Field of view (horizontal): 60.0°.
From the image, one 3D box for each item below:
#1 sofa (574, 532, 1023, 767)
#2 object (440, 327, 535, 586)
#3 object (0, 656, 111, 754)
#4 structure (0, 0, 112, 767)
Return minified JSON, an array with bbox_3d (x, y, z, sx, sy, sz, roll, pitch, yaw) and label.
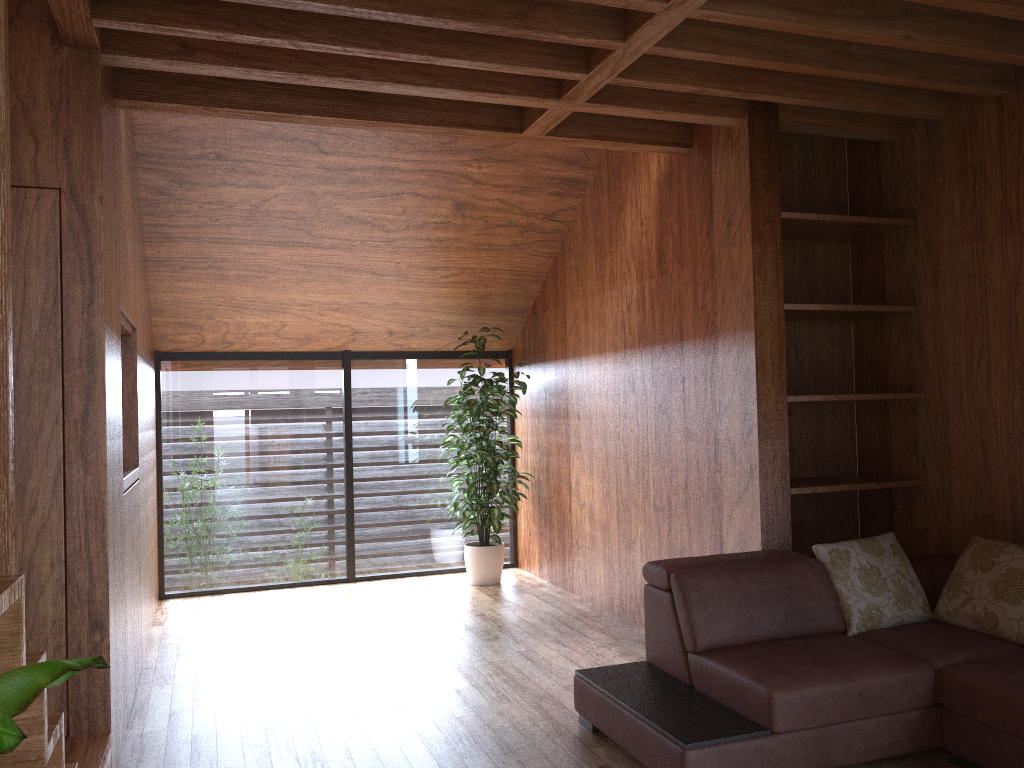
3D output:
[{"bbox_3d":[1.418,0.786,2.341,1.708,0.760,2.492,-1,-2,-19],"label":"sofa"},{"bbox_3d":[-0.177,0.460,5.829,0.640,1.689,0.676,-1,-1,-12],"label":"object"},{"bbox_3d":[-0.734,0.666,0.851,0.679,1.031,0.628,-1,-2,-30],"label":"object"},{"bbox_3d":[-1.277,0.064,1.534,0.833,2.298,2.435,-1,-2,-19],"label":"structure"}]
